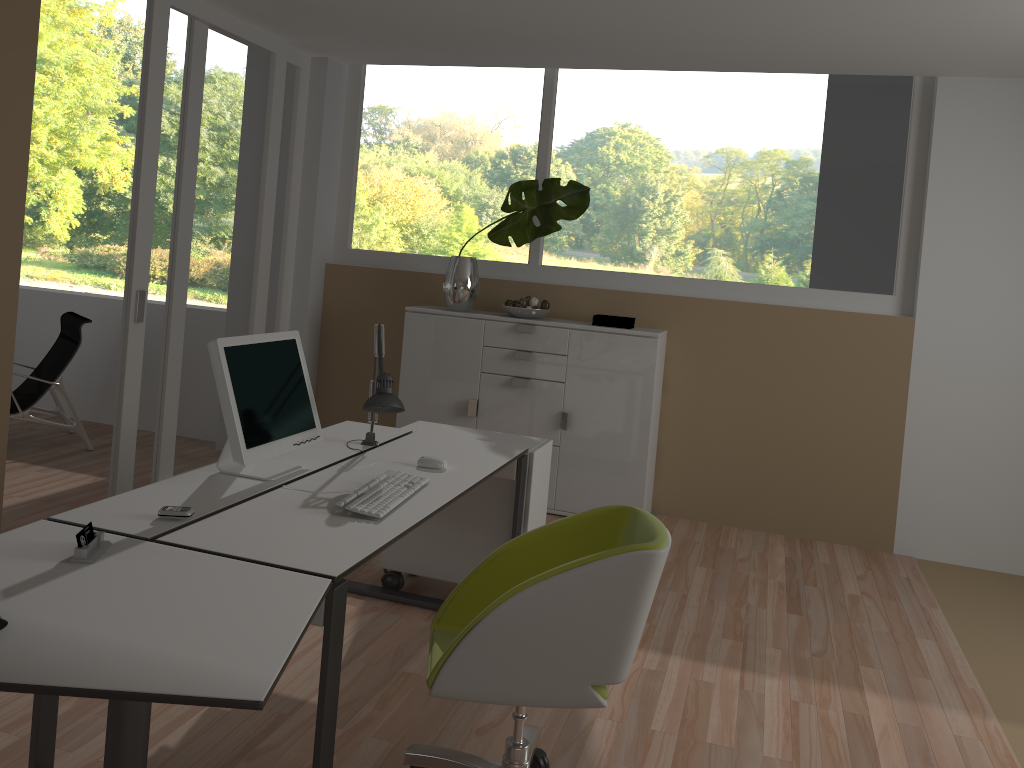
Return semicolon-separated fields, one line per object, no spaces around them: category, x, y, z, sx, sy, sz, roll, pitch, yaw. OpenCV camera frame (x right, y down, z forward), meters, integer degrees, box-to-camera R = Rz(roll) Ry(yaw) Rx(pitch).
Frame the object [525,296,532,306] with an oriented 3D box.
object;0.100;-0.497;5.304;0.053;0.070;0.052;6;4;23

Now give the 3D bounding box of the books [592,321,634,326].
books;0.592;-0.357;5.114;0.223;0.006;0.158;7;8;16

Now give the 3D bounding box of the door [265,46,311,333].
door;-1.599;-0.751;5.153;0.045;2.639;1.189;5;2;16

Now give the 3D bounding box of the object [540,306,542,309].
object;0.183;-0.437;5.227;0.052;0.066;0.057;5;4;1

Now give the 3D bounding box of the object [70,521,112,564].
object;-0.941;0.352;1.976;0.049;0.055;0.131;4;7;-9

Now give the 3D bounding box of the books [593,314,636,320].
books;0.597;-0.389;5.113;0.223;0.006;0.158;7;8;16

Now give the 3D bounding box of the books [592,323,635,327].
books;0.590;-0.346;5.114;0.223;0.006;0.158;7;8;16

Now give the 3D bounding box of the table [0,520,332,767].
table;-0.838;0.777;1.671;0.928;0.685;0.815;6;5;14

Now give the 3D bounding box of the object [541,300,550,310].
object;0.196;-0.461;5.180;0.053;0.068;0.053;7;4;24

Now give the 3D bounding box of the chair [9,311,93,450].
chair;-3.343;-0.022;5.335;1.430;0.821;0.699;0;6;-39

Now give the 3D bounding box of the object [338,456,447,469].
object;-0.406;0.287;2.997;0.370;0.079;0.142;4;6;-5

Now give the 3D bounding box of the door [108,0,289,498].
door;-1.649;-0.704;4.787;0.060;2.639;1.189;5;2;16

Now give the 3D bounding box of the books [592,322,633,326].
books;0.589;-0.352;5.115;0.223;0.007;0.158;7;8;15

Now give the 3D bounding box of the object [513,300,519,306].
object;0.019;-0.476;5.328;0.054;0.064;0.057;3;4;-24

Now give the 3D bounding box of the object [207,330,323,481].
object;-0.780;0.060;2.799;0.198;0.429;0.468;6;5;16

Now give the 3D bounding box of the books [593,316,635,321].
books;0.595;-0.384;5.112;0.223;0.007;0.158;7;8;16

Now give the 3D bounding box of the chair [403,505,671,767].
chair;0.059;0.727;2.184;0.597;0.806;0.626;4;4;-9

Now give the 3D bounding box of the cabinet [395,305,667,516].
cabinet;0.085;0.151;5.230;1.528;1.081;0.417;7;2;17

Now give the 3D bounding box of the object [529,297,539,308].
object;0.128;-0.480;5.201;0.056;0.066;0.051;8;5;39

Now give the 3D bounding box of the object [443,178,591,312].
object;0.030;-0.829;5.277;0.860;0.842;0.265;6;2;14

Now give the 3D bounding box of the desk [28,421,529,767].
desk;-0.576;0.633;2.847;0.807;0.682;1.609;6;7;16

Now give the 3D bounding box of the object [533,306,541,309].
object;0.149;-0.429;5.174;0.054;0.064;0.057;5;4;-6

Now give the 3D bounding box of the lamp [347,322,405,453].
lamp;-0.489;0.067;3.105;0.139;0.526;0.545;4;5;-19

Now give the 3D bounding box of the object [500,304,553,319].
object;0.083;-0.428;5.244;0.313;0.063;0.317;2;8;-19

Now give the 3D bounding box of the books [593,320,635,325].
books;0.592;-0.363;5.114;0.223;0.006;0.158;7;8;16

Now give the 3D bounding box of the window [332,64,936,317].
window;0.595;-1.481;5.431;3.646;1.793;0.045;7;2;17

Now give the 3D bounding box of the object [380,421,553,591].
object;-0.194;0.554;3.725;0.624;0.673;0.309;6;2;16

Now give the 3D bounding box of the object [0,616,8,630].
object;-0.999;0.411;1.610;0.089;0.030;0.218;-2;10;-43

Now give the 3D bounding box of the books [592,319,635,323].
books;0.591;-0.369;5.113;0.223;0.006;0.158;7;8;17

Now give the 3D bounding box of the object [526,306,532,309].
object;0.097;-0.425;5.181;0.055;0.065;0.052;5;4;7

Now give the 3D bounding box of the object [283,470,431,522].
object;-0.497;0.329;2.643;0.388;0.079;0.459;6;8;11

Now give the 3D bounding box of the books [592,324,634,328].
books;0.589;-0.341;5.114;0.223;0.006;0.158;7;8;16

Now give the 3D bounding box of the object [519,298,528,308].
object;0.066;-0.478;5.199;0.053;0.063;0.055;5;4;1

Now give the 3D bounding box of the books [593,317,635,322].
books;0.594;-0.379;5.116;0.223;0.008;0.158;7;8;16

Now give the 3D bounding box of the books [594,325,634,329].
books;0.588;-0.336;5.114;0.223;0.007;0.158;7;8;16

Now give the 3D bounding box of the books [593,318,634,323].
books;0.593;-0.374;5.116;0.223;0.008;0.158;7;8;16

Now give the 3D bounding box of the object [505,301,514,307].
object;-0.016;-0.460;5.234;0.056;0.061;0.055;3;5;-30

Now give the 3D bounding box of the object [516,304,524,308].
object;0.047;-0.435;5.157;0.056;0.065;0.052;7;4;29

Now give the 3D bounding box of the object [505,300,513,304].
object;-0.017;-0.474;5.288;0.056;0.064;0.053;5;4;-5

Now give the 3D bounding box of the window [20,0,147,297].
window;-2.206;-2.968;12.004;12.063;5.943;2.086;5;2;0

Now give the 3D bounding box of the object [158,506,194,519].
object;-0.863;0.330;2.261;0.084;0.021;0.048;4;7;-4
